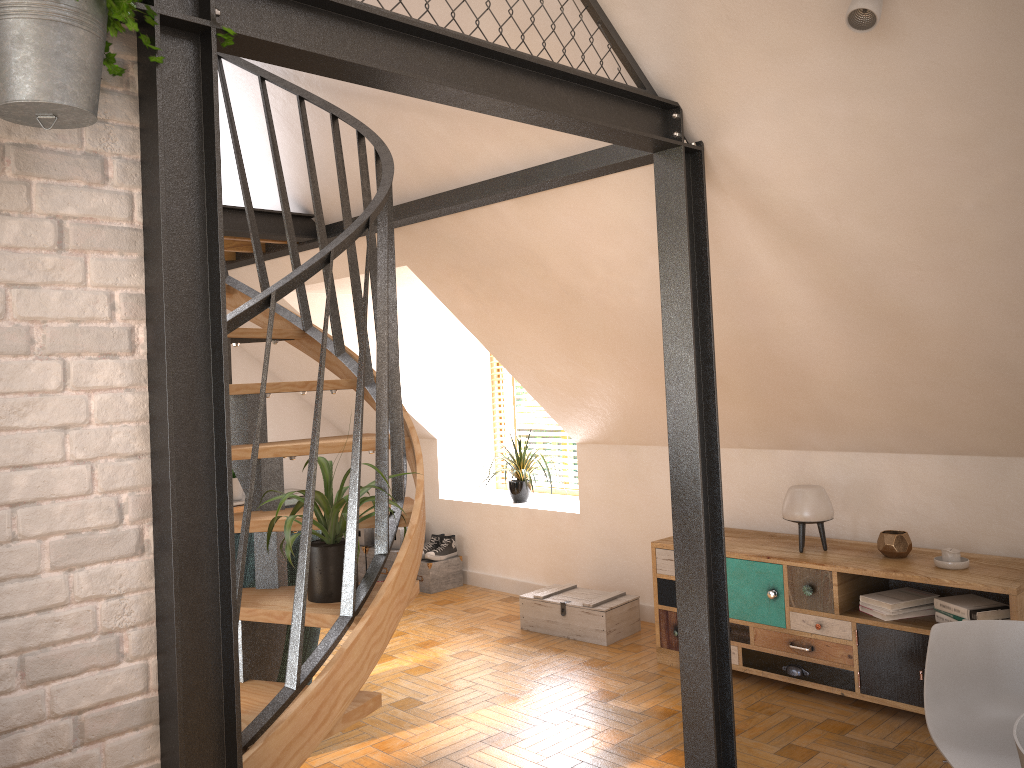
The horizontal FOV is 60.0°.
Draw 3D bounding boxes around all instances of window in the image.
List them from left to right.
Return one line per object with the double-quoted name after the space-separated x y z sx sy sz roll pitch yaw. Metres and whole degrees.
-0.560 -0.664 1.636 8.636 4.471 7.773 -3 0 -44 "window"

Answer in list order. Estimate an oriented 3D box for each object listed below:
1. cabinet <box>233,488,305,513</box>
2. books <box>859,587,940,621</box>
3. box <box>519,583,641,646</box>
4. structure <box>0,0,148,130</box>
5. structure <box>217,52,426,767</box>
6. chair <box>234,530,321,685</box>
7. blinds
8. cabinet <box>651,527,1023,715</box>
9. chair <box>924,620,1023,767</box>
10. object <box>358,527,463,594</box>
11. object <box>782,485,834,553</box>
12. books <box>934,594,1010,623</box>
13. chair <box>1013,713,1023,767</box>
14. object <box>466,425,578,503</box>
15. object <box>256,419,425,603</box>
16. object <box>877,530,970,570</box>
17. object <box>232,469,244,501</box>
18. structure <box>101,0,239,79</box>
-1.983 1.227 6.936 0.834 0.696 0.378 -2 -1 -44 "cabinet"
1.732 0.982 3.955 0.306 0.073 0.211 -3 0 -20 "books"
0.399 1.372 5.332 0.641 0.218 0.376 -2 0 41 "box"
-0.865 -0.795 1.638 0.438 0.653 0.422 -2 -1 -14 "structure"
-1.184 -0.307 3.150 1.628 3.823 2.245 -2 -1 -29 "structure"
-1.267 1.097 3.857 0.896 0.965 0.901 -3 -1 31 "chair"
0.301 0.046 6.788 0.070 1.486 1.428 -1 -2 -44 "blinds"
1.552 1.122 4.245 0.597 0.634 1.756 -2 0 -44 "cabinet"
1.207 1.045 2.057 0.403 0.872 0.429 -3 -1 14 "chair"
-1.000 1.318 6.801 0.697 0.429 1.153 -3 0 -44 "object"
1.441 0.654 4.313 0.241 0.313 0.240 -2 -1 -34 "object"
1.926 0.961 3.691 0.221 0.101 0.277 -3 0 -7 "books"
1.112 1.054 1.483 0.429 0.867 0.404 -3 -2 26 "chair"
0.061 0.573 6.558 1.018 0.584 0.920 -3 0 -26 "object"
-0.599 0.373 2.786 0.457 0.592 0.528 -3 -1 33 "object"
1.831 0.738 3.965 0.148 0.114 0.425 -2 0 -29 "object"
-2.129 0.722 6.765 0.234 0.330 0.213 -2 -1 -38 "object"
-0.942 -1.561 1.860 0.457 1.873 1.305 -4 -2 42 "structure"
